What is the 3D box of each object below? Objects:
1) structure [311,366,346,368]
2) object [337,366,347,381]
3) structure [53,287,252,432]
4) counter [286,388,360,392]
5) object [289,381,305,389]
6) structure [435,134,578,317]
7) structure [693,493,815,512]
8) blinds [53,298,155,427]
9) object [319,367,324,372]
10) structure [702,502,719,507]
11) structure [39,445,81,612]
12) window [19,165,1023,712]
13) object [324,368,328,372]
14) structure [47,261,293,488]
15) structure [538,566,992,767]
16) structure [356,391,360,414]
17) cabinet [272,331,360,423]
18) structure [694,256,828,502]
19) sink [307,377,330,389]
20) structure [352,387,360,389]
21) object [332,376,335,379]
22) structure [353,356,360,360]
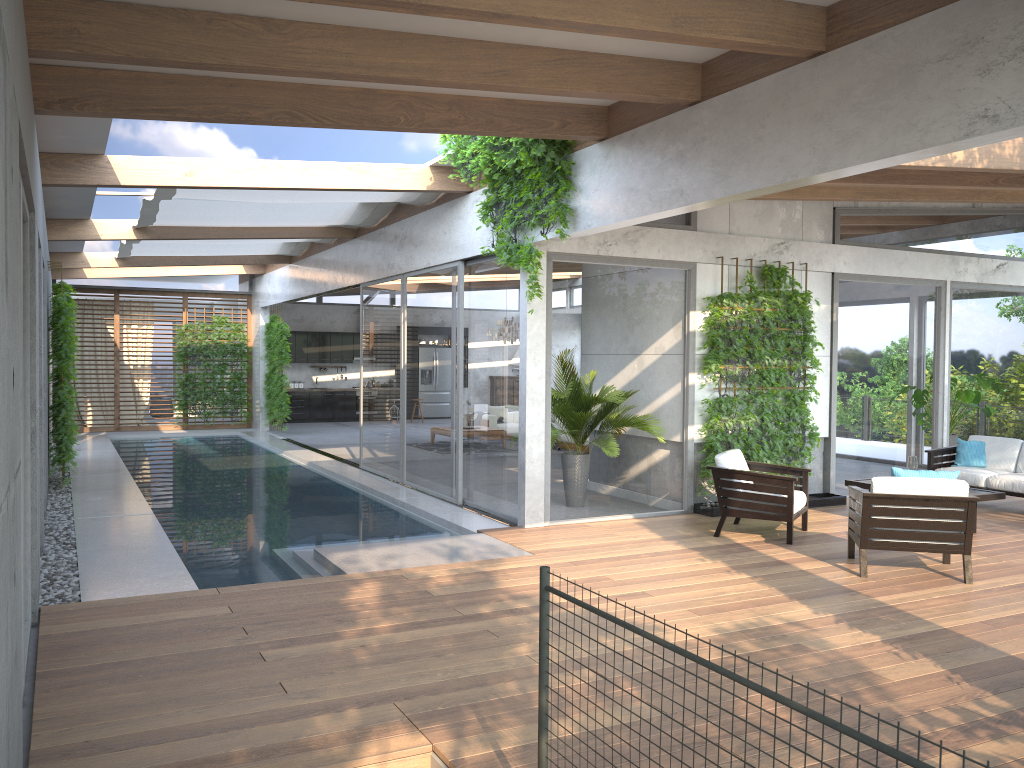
[{"bbox_3d":[-4.739,-0.443,22.954,0.932,0.046,0.081,0,2,-27],"label":"structure"},{"bbox_3d":[-4.421,-0.267,23.075,0.282,0.380,0.070,0,2,-27],"label":"object"},{"bbox_3d":[-7.951,-0.514,19.565,4.313,3.079,0.085,0,2,-27],"label":"structure"},{"bbox_3d":[-4.744,0.147,22.686,3.805,0.061,0.607,0,2,-27],"label":"counter"},{"bbox_3d":[-5.485,0.014,22.539,0.405,0.200,0.147,0,2,-26],"label":"object"},{"bbox_3d":[-0.070,-1.631,8.182,0.918,2.054,1.822,0,2,-30],"label":"structure"},{"bbox_3d":[2.289,1.073,10.856,2.012,0.595,2.203,0,2,-27],"label":"structure"},{"bbox_3d":[-8.913,-0.433,19.473,2.087,2.898,0.692,0,2,-23],"label":"blinds"},{"bbox_3d":[-4.907,-0.380,22.854,0.117,0.139,0.093,0,2,-25],"label":"object"},{"bbox_3d":[2.430,1.275,9.497,0.928,0.044,0.231,0,2,-27],"label":"structure"},{"bbox_3d":[-6.093,1.256,11.761,0.477,0.068,13.673,0,2,-27],"label":"structure"},{"bbox_3d":[-0.825,-0.701,16.740,14.294,3.764,23.280,0,2,-27],"label":"window"},{"bbox_3d":[-4.807,-0.380,22.897,0.117,0.139,0.093,0,2,-10],"label":"object"},{"bbox_3d":[-5.429,-0.244,15.438,2.739,2.687,10.282,0,2,-10],"label":"structure"},{"bbox_3d":[6.500,1.081,10.883,15.587,3.022,31.708,1,2,14],"label":"structure"},{"bbox_3d":[-3.852,0.471,23.131,0.587,0.588,0.584,0,2,-27],"label":"structure"},{"bbox_3d":[-3.820,-0.289,23.168,5.901,2.502,0.709,0,2,-29],"label":"cabinet"},{"bbox_3d":[2.747,-0.017,9.677,1.851,2.669,0.500,0,2,-26],"label":"structure"},{"bbox_3d":[-4.922,0.087,22.594,0.526,0.514,0.514,0,2,-27],"label":"sink"},{"bbox_3d":[-3.858,0.099,23.139,0.605,0.031,0.496,0,2,-27],"label":"structure"},{"bbox_3d":[-4.624,-0.289,23.007,0.071,0.325,0.066,0,2,-27],"label":"object"},{"bbox_3d":[-3.899,-0.688,23.215,0.599,0.104,0.368,0,2,-27],"label":"structure"}]
